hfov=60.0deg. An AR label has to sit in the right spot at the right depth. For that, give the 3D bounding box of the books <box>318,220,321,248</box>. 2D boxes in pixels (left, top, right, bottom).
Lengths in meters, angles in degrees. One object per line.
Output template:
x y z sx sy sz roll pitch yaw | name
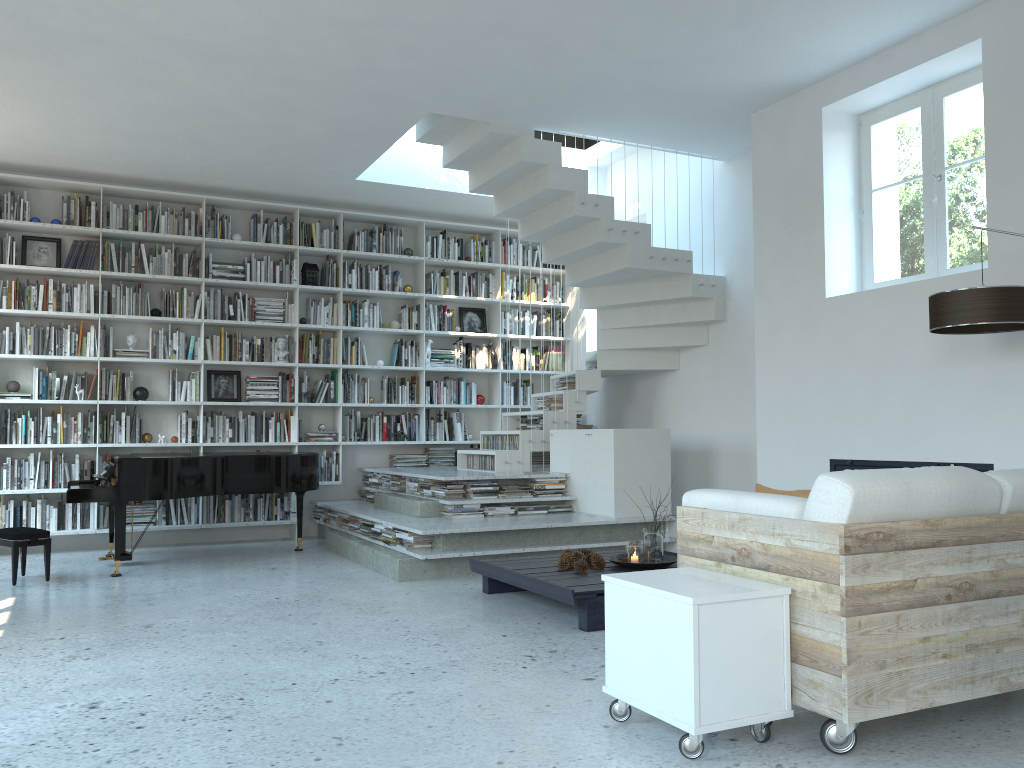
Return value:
-1.875 -1.426 8.592 0.010 0.297 0.167 1 -3 -26 | books

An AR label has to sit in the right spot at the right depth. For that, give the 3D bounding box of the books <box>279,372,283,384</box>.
-2.194 0.036 8.402 0.011 0.299 0.130 1 -3 -26 | books

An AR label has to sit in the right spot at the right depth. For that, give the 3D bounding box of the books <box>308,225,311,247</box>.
-1.965 -1.396 8.539 0.015 0.233 0.171 1 -3 -26 | books

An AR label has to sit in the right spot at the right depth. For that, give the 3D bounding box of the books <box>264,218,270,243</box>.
-2.320 -1.421 8.395 0.028 0.269 0.140 1 -3 -26 | books

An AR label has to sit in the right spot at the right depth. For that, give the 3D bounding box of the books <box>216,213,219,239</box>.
-2.720 -1.429 8.173 0.011 0.264 0.163 1 -3 -26 | books

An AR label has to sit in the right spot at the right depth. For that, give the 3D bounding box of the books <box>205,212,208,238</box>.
-2.812 -1.425 8.128 0.026 0.253 0.185 1 -3 -26 | books

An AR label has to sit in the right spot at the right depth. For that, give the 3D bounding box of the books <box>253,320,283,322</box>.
-2.301 -0.584 8.355 0.254 0.012 0.161 1 -4 -23 | books

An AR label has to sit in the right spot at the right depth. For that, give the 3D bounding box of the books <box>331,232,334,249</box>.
-1.772 -1.371 8.648 0.022 0.194 0.182 1 -3 -26 | books

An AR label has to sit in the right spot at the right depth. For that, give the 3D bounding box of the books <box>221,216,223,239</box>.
-2.691 -1.419 8.208 0.014 0.248 0.139 1 -3 -26 | books

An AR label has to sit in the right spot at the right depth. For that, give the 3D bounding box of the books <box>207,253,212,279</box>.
-2.773 -1.056 8.121 0.021 0.249 0.191 1 -3 -26 | books

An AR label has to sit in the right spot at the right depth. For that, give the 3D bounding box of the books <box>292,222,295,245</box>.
-2.107 -1.410 8.495 0.022 0.257 0.136 1 -3 -26 | books

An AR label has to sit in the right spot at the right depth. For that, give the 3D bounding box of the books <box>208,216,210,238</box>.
-2.798 -1.411 8.155 0.023 0.227 0.157 1 -3 -26 | books

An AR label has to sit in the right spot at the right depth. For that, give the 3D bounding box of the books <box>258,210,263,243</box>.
-2.371 -1.454 8.346 0.010 0.331 0.186 1 -3 -26 | books

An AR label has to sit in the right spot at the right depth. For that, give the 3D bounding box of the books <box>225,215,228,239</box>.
-2.651 -1.422 8.214 0.005 0.255 0.168 1 -3 -26 | books

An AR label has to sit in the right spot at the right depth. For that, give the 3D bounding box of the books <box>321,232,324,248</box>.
-1.859 -1.367 8.594 0.022 0.180 0.173 1 -3 -26 | books

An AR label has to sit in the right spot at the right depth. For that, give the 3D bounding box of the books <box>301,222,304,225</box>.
-2.021 -1.410 8.520 0.006 0.259 0.166 1 -3 -26 | books

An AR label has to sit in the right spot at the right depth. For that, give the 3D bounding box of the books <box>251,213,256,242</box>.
-2.429 -1.436 8.319 0.014 0.292 0.176 1 -3 -26 | books

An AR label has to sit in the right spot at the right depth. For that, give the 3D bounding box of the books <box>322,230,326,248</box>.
-1.839 -1.377 8.605 0.024 0.201 0.180 1 -3 -26 | books

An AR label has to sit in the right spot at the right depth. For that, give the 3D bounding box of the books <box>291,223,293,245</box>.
-2.120 -1.401 8.481 0.014 0.238 0.153 1 -3 -26 | books

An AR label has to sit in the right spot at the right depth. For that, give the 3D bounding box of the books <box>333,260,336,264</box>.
-1.738 -1.053 8.666 0.005 0.292 0.130 1 -3 -26 | books

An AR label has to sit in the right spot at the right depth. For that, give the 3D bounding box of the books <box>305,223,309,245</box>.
-1.983 -1.410 8.550 0.008 0.262 0.142 1 -3 -26 | books

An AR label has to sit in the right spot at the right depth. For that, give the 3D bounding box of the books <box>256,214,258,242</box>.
-2.412 -1.437 8.336 0.011 0.296 0.157 1 -3 -26 | books

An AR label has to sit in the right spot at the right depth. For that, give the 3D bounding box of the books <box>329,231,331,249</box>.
-1.796 -1.376 8.645 0.025 0.203 0.162 1 -3 -26 | books

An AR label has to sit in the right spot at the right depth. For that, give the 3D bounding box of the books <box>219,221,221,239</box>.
-2.710 -1.394 8.190 0.023 0.195 0.172 1 -3 -26 | books

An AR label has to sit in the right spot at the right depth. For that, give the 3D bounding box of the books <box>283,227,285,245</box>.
-2.187 -1.385 8.462 0.014 0.204 0.135 1 -3 -26 | books

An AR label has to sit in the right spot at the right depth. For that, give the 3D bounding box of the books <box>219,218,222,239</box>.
-2.705 -1.411 8.215 0.006 0.233 0.136 1 -3 -26 | books

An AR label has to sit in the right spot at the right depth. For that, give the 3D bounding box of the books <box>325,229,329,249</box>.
-1.812 -1.382 8.614 0.031 0.213 0.169 1 -3 -26 | books

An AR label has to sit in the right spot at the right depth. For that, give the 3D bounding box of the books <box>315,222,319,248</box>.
-1.901 -1.414 8.598 0.030 0.274 0.151 1 -3 -26 | books

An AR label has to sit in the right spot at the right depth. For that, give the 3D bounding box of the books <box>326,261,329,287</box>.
-1.810 -1.046 8.604 0.022 0.271 0.181 1 -3 -26 | books

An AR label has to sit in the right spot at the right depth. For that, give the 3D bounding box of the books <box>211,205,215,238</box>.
-2.759 -1.467 8.178 0.014 0.341 0.145 1 -3 -26 | books

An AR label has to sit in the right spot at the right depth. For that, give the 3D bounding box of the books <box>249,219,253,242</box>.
-2.448 -1.412 8.328 0.012 0.245 0.151 1 -3 -26 | books

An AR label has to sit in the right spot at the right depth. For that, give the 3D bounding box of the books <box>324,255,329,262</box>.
-1.810 -1.079 8.622 0.025 0.339 0.143 1 -3 -26 | books

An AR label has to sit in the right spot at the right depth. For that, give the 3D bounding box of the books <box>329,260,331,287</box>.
-1.786 -1.054 8.609 0.021 0.288 0.179 1 -3 -26 | books

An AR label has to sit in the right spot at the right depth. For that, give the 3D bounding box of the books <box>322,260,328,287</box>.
-1.819 -1.047 8.585 0.021 0.272 0.190 1 -3 -26 | books

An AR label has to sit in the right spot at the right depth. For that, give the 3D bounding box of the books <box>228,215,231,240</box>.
-2.625 -1.422 8.230 0.011 0.256 0.143 1 -3 -26 | books

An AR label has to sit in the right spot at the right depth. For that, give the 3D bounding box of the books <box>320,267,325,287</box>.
-1.840 -1.017 8.609 0.019 0.213 0.156 1 -3 -26 | books

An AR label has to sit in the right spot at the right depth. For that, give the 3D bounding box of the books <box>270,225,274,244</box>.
-2.283 -1.388 8.390 0.033 0.203 0.166 1 -3 -26 | books

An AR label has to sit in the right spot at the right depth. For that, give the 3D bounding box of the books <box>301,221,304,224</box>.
-2.021 -1.419 8.534 0.007 0.279 0.150 1 -3 -26 | books

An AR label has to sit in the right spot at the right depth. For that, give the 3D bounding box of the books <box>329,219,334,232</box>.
-1.764 -1.438 8.674 0.012 0.329 0.128 1 -3 -26 | books

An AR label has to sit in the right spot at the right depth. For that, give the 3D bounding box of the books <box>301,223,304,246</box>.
-2.021 -1.401 8.504 0.007 0.239 0.191 1 -3 -26 | books

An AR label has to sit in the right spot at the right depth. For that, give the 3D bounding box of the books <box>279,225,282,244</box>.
-2.210 -1.387 8.408 0.023 0.202 0.193 1 -3 -26 | books

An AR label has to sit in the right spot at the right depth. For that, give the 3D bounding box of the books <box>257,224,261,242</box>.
-2.399 -1.392 8.354 0.031 0.208 0.147 1 -3 -26 | books

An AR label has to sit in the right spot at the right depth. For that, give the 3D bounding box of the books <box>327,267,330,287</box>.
-1.805 -1.018 8.622 0.024 0.217 0.169 1 -3 -26 | books

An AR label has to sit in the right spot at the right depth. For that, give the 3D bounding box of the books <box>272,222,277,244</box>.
-2.260 -1.404 8.408 0.023 0.236 0.154 1 -3 -26 | books

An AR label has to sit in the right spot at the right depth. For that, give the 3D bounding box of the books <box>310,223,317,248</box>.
-1.929 -1.406 8.561 0.054 0.254 0.191 1 -3 -26 | books

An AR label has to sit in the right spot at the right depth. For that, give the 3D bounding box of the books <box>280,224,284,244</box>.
-2.208 -1.400 8.459 0.026 0.233 0.137 1 -3 -26 | books

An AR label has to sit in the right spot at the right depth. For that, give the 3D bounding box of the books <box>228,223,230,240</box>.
-2.637 -1.387 8.230 0.010 0.186 0.152 1 -3 -26 | books

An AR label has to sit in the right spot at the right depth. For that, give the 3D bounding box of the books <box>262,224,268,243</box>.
-2.346 -1.393 8.361 0.050 0.211 0.173 1 -3 -26 | books

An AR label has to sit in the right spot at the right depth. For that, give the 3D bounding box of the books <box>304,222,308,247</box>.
-1.998 -1.410 8.534 0.034 0.261 0.157 1 -3 -26 | books

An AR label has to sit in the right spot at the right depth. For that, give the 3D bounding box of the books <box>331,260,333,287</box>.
-1.775 -1.052 8.656 0.013 0.288 0.131 1 -3 -26 | books

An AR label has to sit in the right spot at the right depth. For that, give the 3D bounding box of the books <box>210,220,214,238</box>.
-2.771 -1.395 8.154 0.026 0.194 0.166 1 -3 -26 | books

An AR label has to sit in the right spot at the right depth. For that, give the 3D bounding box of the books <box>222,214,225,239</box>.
-2.676 -1.427 8.209 0.013 0.264 0.147 1 -3 -26 | books

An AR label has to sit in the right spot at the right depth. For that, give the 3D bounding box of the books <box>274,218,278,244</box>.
-2.239 -1.421 8.403 0.010 0.270 0.180 1 -3 -26 | books

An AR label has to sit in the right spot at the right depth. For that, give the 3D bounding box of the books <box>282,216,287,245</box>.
-2.172 -1.437 8.464 0.012 0.308 0.138 1 -3 -26 | books

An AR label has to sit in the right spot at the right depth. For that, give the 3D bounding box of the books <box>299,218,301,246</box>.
-2.049 -1.430 8.512 0.007 0.298 0.181 1 -3 -26 | books

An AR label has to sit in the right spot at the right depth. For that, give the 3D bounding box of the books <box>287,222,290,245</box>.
-2.151 -1.405 8.464 0.028 0.243 0.161 1 -3 -26 | books

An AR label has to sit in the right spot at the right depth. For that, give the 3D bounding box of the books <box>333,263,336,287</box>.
-1.744 -1.034 8.623 0.013 0.248 0.186 1 -3 -26 | books

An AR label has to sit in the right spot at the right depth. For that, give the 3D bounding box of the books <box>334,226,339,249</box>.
-1.731 -1.401 8.652 0.029 0.253 0.186 1 -3 -26 | books

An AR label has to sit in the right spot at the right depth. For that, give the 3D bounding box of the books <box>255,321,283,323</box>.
-2.300 -0.572 8.353 0.254 0.012 0.161 2 -4 -30 | books
